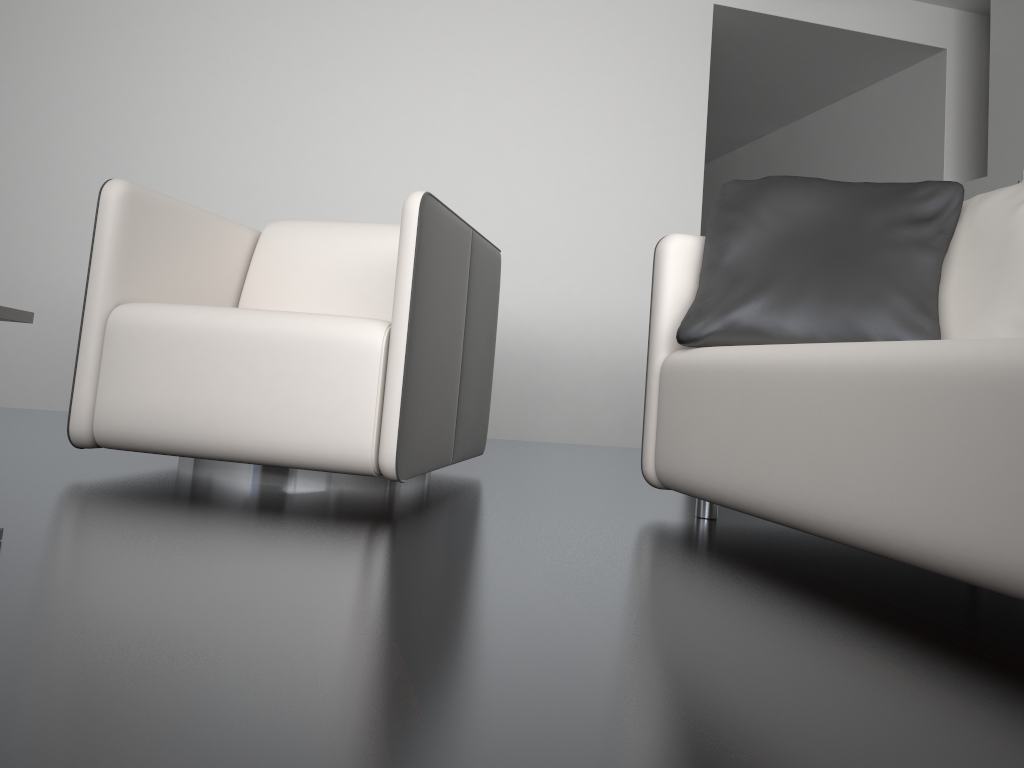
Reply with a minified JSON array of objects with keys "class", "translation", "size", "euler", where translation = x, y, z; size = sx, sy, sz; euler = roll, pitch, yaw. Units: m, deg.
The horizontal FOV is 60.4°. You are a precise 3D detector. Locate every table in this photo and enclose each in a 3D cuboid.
[{"class":"table","translation":[-0.659,0.062,0.588],"size":[0.297,0.316,1.253],"euler":[6,0,-16]}]

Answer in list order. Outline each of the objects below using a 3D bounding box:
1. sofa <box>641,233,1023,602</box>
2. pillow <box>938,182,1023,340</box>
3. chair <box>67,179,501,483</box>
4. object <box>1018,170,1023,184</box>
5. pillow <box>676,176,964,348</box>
[{"class":"sofa","translation":[1.077,-0.020,1.176],"size":[0.916,0.666,2.231],"euler":[5,0,-17]},{"class":"pillow","translation":[0.989,-0.222,1.902],"size":[0.321,0.505,0.583],"euler":[7,-3,-25]},{"class":"chair","translation":[-0.494,-0.153,2.318],"size":[0.768,0.668,0.911],"euler":[4,-2,11]},{"class":"object","translation":[2.248,-0.264,3.889],"size":[0.179,1.412,0.178],"euler":[6,-7,-14]},{"class":"pillow","translation":[0.692,-0.279,1.984],"size":[0.566,0.454,0.274],"euler":[3,-5,30]}]
